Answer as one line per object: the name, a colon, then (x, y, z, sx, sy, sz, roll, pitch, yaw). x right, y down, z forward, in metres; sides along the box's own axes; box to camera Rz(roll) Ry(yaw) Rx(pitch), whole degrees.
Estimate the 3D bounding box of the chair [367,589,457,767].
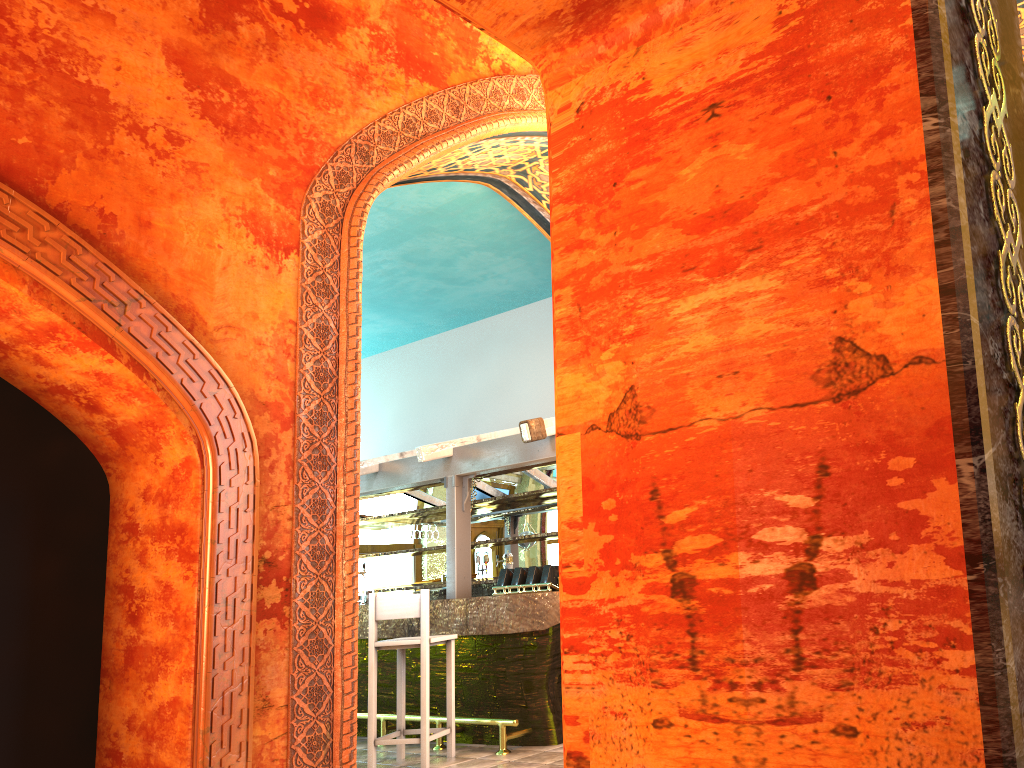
chair: (-0.774, 2.289, 6.684, 0.484, 1.321, 0.524, -5, -10, 15)
